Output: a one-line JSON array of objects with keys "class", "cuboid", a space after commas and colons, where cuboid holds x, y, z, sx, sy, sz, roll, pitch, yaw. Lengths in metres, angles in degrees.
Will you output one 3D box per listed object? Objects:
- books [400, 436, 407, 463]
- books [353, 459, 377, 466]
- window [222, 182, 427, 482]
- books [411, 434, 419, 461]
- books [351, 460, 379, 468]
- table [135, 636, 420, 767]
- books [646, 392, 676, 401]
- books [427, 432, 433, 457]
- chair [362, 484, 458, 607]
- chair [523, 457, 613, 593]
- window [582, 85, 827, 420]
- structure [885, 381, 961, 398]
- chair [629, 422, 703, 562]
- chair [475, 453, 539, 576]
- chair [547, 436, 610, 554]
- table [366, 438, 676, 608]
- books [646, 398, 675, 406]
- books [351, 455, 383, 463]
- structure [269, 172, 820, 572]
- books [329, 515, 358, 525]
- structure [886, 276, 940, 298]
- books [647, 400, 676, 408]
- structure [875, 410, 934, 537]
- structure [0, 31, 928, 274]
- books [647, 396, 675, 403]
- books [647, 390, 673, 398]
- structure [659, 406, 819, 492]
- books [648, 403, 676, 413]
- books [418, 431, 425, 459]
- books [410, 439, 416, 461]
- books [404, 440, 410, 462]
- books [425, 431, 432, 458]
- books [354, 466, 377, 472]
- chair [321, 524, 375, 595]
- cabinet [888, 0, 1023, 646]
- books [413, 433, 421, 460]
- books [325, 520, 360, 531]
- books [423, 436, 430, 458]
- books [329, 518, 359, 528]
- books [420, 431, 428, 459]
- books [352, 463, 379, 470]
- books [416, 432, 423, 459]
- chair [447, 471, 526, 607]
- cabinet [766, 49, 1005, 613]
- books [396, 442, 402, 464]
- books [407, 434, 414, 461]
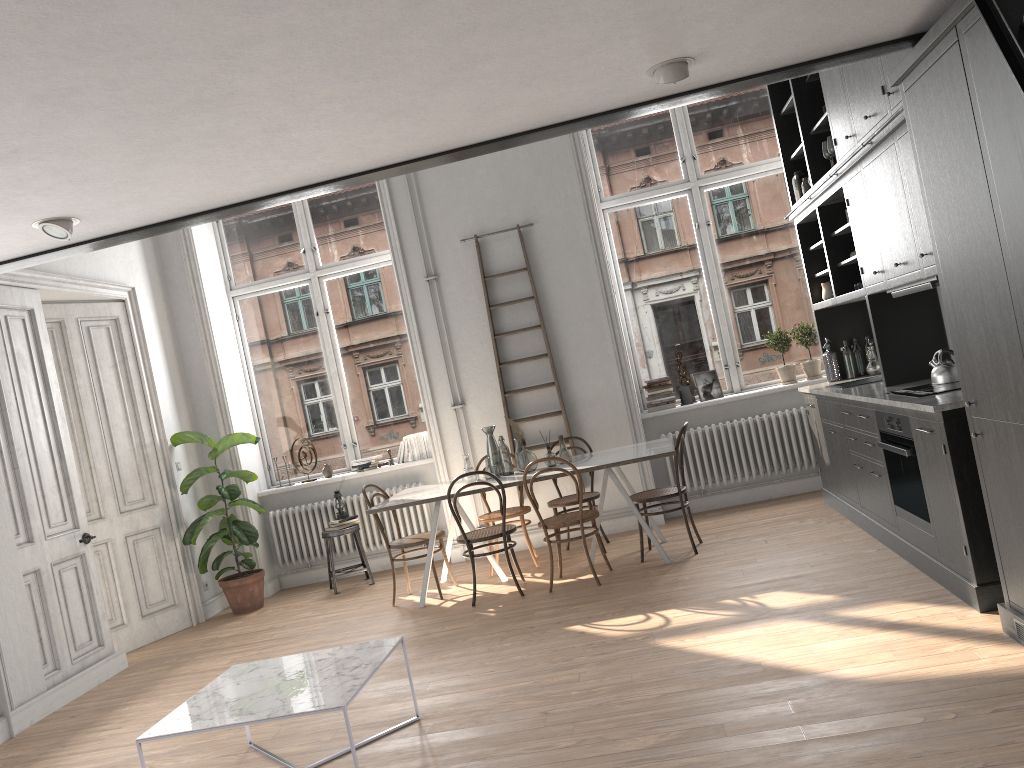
[{"class": "books", "cuboid": [-1.006, 0.613, 8.303, 0.100, 0.235, 0.174, -12, 0, 8]}, {"class": "books", "cuboid": [-1.381, 0.735, 8.329, 0.205, 0.020, 0.155, -12, 0, -2]}, {"class": "window", "cuboid": [-1.800, -0.599, 8.537, 1.623, 2.843, 0.013, -12, 0, 8]}, {"class": "books", "cuboid": [-0.890, 0.586, 8.278, 0.024, 0.243, 0.175, -12, 0, 8]}, {"class": "books", "cuboid": [-1.378, 0.755, 8.342, 0.221, 0.023, 0.147, -12, 0, 24]}, {"class": "table", "cuboid": [-0.934, 1.456, 3.756, 0.849, 0.392, 0.849, -12, 0, 8]}, {"class": "books", "cuboid": [1.334, 0.113, 7.971, 0.245, 0.028, 0.193, -12, 0, 3]}, {"class": "books", "cuboid": [-0.738, 0.554, 8.268, 0.024, 0.243, 0.175, -12, 0, 8]}, {"class": "chair", "cuboid": [-0.779, 1.173, 6.770, 0.549, 0.920, 0.437, -12, 0, 16]}, {"class": "chair", "cuboid": [0.374, 0.929, 6.161, 0.438, 0.920, 0.549, -12, 0, 19]}, {"class": "window", "cuboid": [7.356, -6.946, 10.149, 14.388, 15.935, 26.391, -12, 0, 8]}, {"class": "structure", "cuboid": [2.299, 0.017, 4.745, 0.427, 0.011, 0.592, -12, 0, 8]}, {"class": "chair", "cuboid": [1.108, 0.778, 6.486, 0.549, 0.920, 0.437, -12, 0, 20]}, {"class": "chair", "cuboid": [-0.059, 1.025, 7.206, 0.438, 0.920, 0.549, -12, 0, 6]}, {"class": "chair", "cuboid": [0.507, 0.907, 7.207, 0.438, 0.920, 0.549, -12, 0, 15]}, {"class": "table", "cuboid": [0.185, 1.042, 6.662, 2.201, 0.780, 1.100, -12, 0, 8]}, {"class": "books", "cuboid": [1.331, 0.155, 7.955, 0.249, 0.023, 0.175, -12, 0, 8]}, {"class": "books", "cuboid": [-1.365, 0.705, 8.347, 0.244, 0.019, 0.174, -12, 0, 18]}, {"class": "structure", "cuboid": [-0.084, -0.781, 7.893, 5.183, 4.474, 0.340, -12, 0, 8]}, {"class": "books", "cuboid": [-1.486, 1.197, 7.819, 0.147, 0.027, 0.221, -12, 0, 40]}, {"class": "structure", "cuboid": [2.306, -0.581, 4.731, 0.379, 0.123, 0.843, -12, 0, 8]}, {"class": "books", "cuboid": [1.336, 0.177, 7.955, 0.249, 0.023, 0.175, -12, 0, 3]}, {"class": "structure", "cuboid": [2.373, 0.405, 4.746, 0.618, 0.623, 0.622, -12, 0, 8]}, {"class": "structure", "cuboid": [-1.115, -1.432, 1.929, 5.928, 1.213, 4.157, -12, 0, 8]}, {"class": "books", "cuboid": [1.339, 0.134, 7.969, 0.255, 0.014, 0.192, -12, 0, 11]}, {"class": "books", "cuboid": [1.333, 0.088, 7.965, 0.205, 0.022, 0.155, -12, 0, 22]}, {"class": "structure", "cuboid": [2.073, 0.560, 7.724, 1.577, 0.552, 0.194, -12, 0, 8]}, {"class": "books", "cuboid": [1.341, 0.210, 7.957, 0.248, 0.043, 0.192, -12, 0, 8]}, {"class": "books", "cuboid": [-0.825, 0.572, 8.300, 0.024, 0.243, 0.175, -12, 0, 8]}, {"class": "books", "cuboid": [-0.907, 0.608, 8.291, 0.020, 0.205, 0.155, -12, 0, 8]}, {"class": "books", "cuboid": [-0.978, 0.624, 8.301, 0.072, 0.203, 0.155, -12, 0, 8]}, {"class": "books", "cuboid": [-0.760, 0.558, 8.291, 0.024, 0.243, 0.175, -12, 0, 8]}, {"class": "books", "cuboid": [-1.376, 0.800, 8.348, 0.147, 0.023, 0.221, -12, 0, -33]}, {"class": "chair", "cuboid": [-1.455, 1.521, 7.788, 0.363, 0.523, 0.360, -12, 0, -19]}, {"class": "cabinet", "cuboid": [2.018, -0.172, 2.968, 0.634, 2.371, 1.400, -12, 0, 8]}, {"class": "books", "cuboid": [-0.868, 0.581, 8.284, 0.019, 0.244, 0.174, -12, 0, 8]}, {"class": "books", "cuboid": [-1.490, 1.248, 7.818, 0.246, 0.034, 0.194, -12, 0, -42]}, {"class": "books", "cuboid": [-0.781, 0.582, 8.274, 0.020, 0.205, 0.155, -12, 0, 8]}, {"class": "books", "cuboid": [-1.483, 1.220, 7.819, 0.232, 0.029, 0.163, -12, 0, -21]}, {"class": "books", "cuboid": [-0.807, 0.568, 8.275, 0.019, 0.244, 0.174, -12, 0, 8]}, {"class": "books", "cuboid": [-1.375, 0.777, 8.343, 0.205, 0.022, 0.155, -12, 0, 28]}, {"class": "books", "cuboid": [-0.846, 0.576, 8.298, 0.019, 0.244, 0.174, -12, 0, 8]}, {"class": "chair", "cuboid": [-0.189, 1.047, 6.275, 0.438, 0.920, 0.549, -12, 0, 3]}, {"class": "cabinet", "cuboid": [2.232, -0.822, 5.522, 0.635, 3.583, 3.250, -12, 0, 8]}, {"class": "books", "cuboid": [-1.039, 0.640, 8.313, 0.105, 0.194, 0.155, -12, 0, 7]}, {"class": "books", "cuboid": [-0.933, 0.595, 8.315, 0.024, 0.243, 0.175, -12, 0, 8]}]
